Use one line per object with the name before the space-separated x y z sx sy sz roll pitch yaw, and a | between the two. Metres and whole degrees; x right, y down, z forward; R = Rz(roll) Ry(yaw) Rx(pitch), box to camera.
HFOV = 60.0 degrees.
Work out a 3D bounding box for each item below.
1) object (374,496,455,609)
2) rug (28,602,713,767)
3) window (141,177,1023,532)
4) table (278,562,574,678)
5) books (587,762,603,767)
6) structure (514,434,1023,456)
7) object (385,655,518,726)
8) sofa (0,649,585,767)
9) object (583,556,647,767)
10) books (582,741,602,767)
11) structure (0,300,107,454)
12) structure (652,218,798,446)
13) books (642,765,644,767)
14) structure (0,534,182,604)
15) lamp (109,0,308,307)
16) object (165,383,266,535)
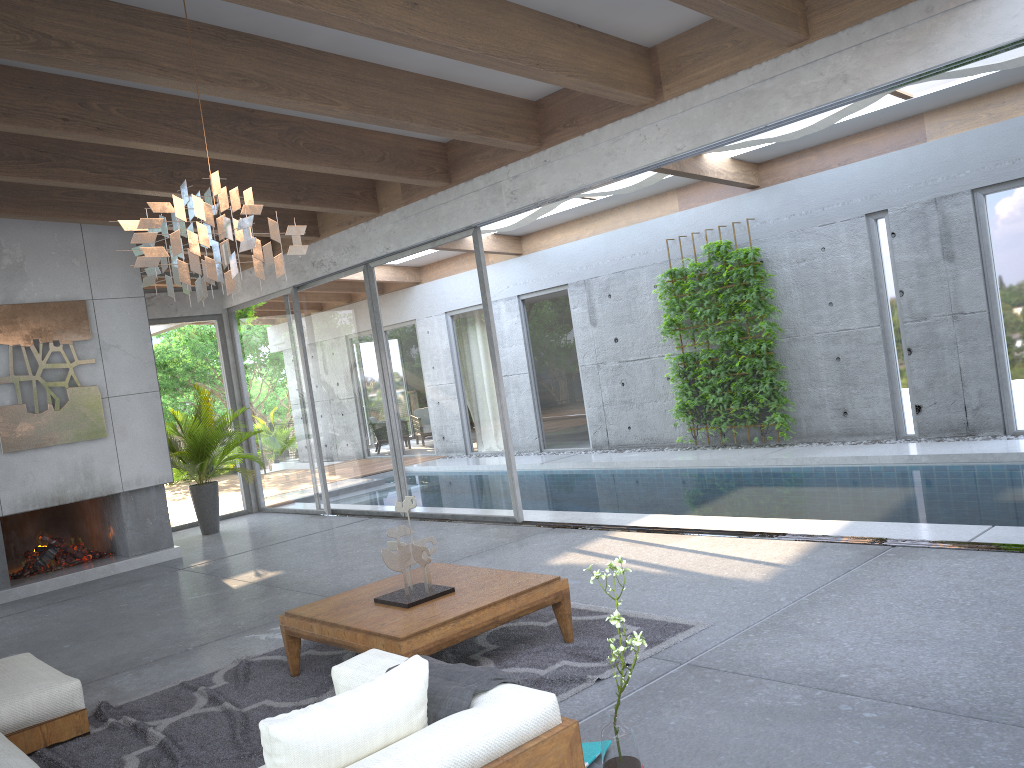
object | -0.542 0.830 4.557 0.346 0.518 0.379 -10 2 -42
rug | -0.872 1.473 4.235 3.186 0.056 2.187 -10 2 -42
window | -0.577 -0.431 4.249 14.294 3.764 23.280 -10 2 -42
table | -0.444 1.255 4.567 1.048 0.352 1.112 -10 2 -42
books | 0.211 1.346 3.029 0.219 0.012 0.286 -9 1 -27
structure | 3.396 0.727 10.514 0.477 0.068 13.673 -10 2 -42
object | -0.230 1.244 2.685 0.472 0.704 0.857 -7 2 44
sofa | -1.755 1.347 3.257 1.965 0.777 3.733 -10 2 -42
object | 0.332 0.899 2.699 0.171 0.750 0.238 -9 1 -21
books | 0.203 1.328 3.158 0.219 0.074 0.288 -8 1 23
structure | -4.382 -0.091 8.324 0.919 1.351 0.041 -10 2 -42
structure | 3.537 -0.629 6.725 2.739 2.687 10.282 -9 1 -25
books | 0.344 1.282 2.775 0.219 0.012 0.286 -9 1 -7
structure | -4.877 1.697 9.194 2.012 0.595 2.203 -10 2 -42
lamp | -1.449 -1.029 3.785 0.862 1.400 0.636 -8 1 5
object | -3.691 0.863 10.481 1.484 1.819 1.798 -9 2 -35
